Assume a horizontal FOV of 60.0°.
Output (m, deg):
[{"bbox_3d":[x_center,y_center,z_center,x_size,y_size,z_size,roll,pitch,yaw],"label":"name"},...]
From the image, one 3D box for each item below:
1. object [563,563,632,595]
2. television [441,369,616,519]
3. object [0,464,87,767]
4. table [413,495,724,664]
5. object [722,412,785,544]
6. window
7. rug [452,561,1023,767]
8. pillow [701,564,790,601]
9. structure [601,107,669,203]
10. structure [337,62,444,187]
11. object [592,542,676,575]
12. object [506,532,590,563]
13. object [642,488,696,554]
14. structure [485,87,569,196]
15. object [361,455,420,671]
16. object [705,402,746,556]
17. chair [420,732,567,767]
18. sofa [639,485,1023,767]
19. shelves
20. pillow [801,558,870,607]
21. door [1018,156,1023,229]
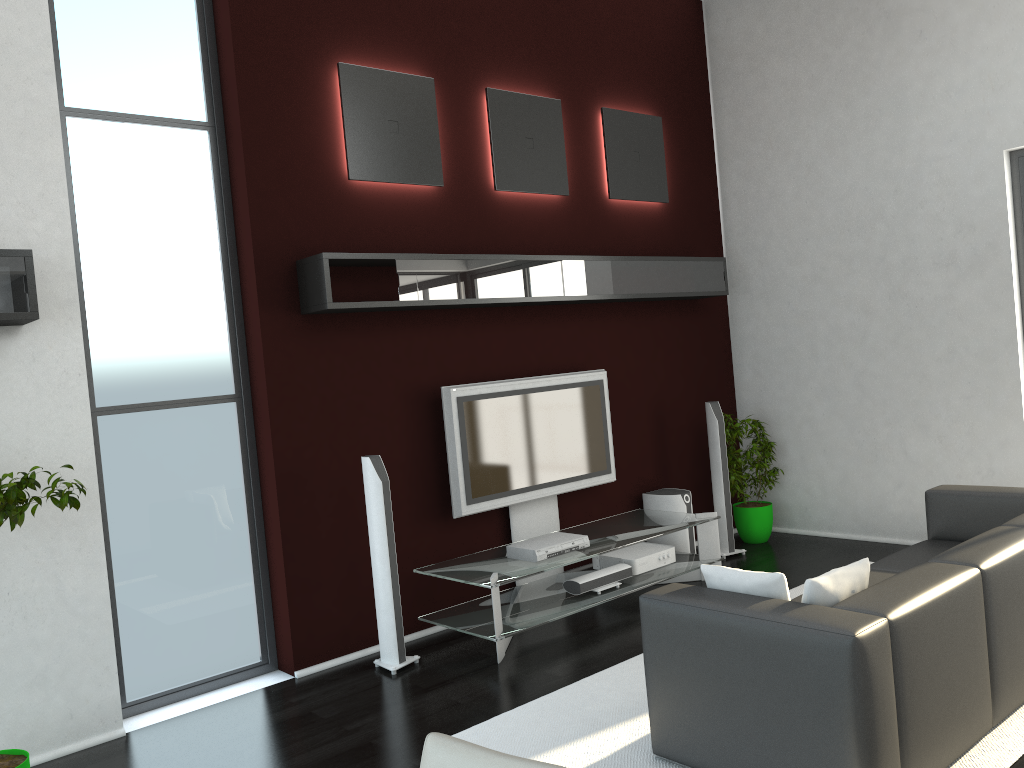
[{"bbox_3d":[0.546,1.223,5.566,0.470,0.090,0.182,-7,2,-41],"label":"object"},{"bbox_3d":[0.152,0.357,5.870,1.436,0.807,0.099,-7,2,-41],"label":"television"},{"bbox_3d":[-2.134,0.969,3.382,0.646,1.515,0.994,-4,2,41],"label":"object"},{"bbox_3d":[0.396,0.889,5.696,2.046,1.093,0.771,-7,2,-41],"label":"table"},{"bbox_3d":[1.873,0.729,7.085,0.507,1.068,0.599,-4,2,34],"label":"object"},{"bbox_3d":[-1.877,-0.588,4.669,0.800,4.400,0.025,-7,2,-41],"label":"window"},{"bbox_3d":[1.639,1.357,4.292,3.695,0.009,1.875,-7,2,-41],"label":"rug"},{"bbox_3d":[0.939,0.877,3.444,0.186,0.358,0.376,-6,2,-39],"label":"pillow"},{"bbox_3d":[0.939,-1.742,6.812,0.678,0.676,0.055,-7,2,-41],"label":"structure"},{"bbox_3d":[-0.732,-1.551,5.370,0.678,0.676,0.055,-7,2,-41],"label":"structure"},{"bbox_3d":[0.841,1.193,6.083,0.449,0.106,0.412,-7,2,-41],"label":"object"},{"bbox_3d":[0.222,0.993,5.409,0.439,0.073,0.273,-7,2,-41],"label":"object"},{"bbox_3d":[1.206,1.067,6.637,0.286,0.518,0.323,-7,2,-41],"label":"object"},{"bbox_3d":[0.104,-1.646,6.091,0.678,0.676,0.055,-7,2,-41],"label":"structure"},{"bbox_3d":[-0.706,0.963,4.867,0.215,1.141,0.228,-4,2,34],"label":"object"},{"bbox_3d":[1.574,0.705,6.721,0.228,1.141,0.215,-6,2,-26],"label":"object"},{"bbox_3d":[-0.162,1.119,1.295,0.471,0.959,0.612,-4,2,39],"label":"chair"},{"bbox_3d":[1.839,1.002,4.032,2.781,0.652,0.943,-7,2,-41],"label":"sofa"},{"bbox_3d":[-1.018,-0.552,4.906,6.988,0.301,0.305,-7,2,-41],"label":"shelves"},{"bbox_3d":[1.189,0.857,3.305,0.376,0.361,0.169,-6,2,-39],"label":"pillow"},{"bbox_3d":[4.102,-0.244,5.196,0.050,2.600,1.900,-7,2,-41],"label":"door"}]
